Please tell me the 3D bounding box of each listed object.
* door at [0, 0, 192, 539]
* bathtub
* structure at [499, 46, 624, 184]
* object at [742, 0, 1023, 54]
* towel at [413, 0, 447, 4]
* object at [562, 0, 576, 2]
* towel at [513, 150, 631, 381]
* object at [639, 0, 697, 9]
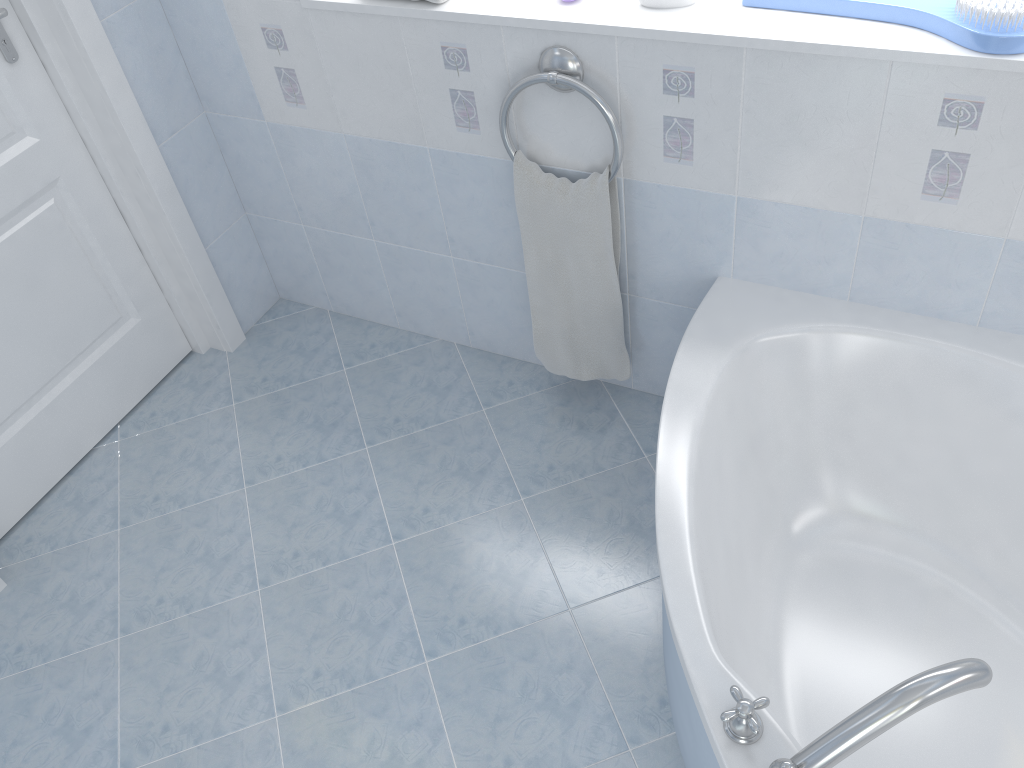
[{"bbox_3d":[-1.295,-0.538,1.815,0.098,2.011,0.823,15,50,23],"label":"door"},{"bbox_3d":[0.835,0.548,1.349,1.578,0.670,1.596,15,50,23],"label":"bathtub"},{"bbox_3d":[0.105,-0.552,1.894,0.291,0.332,0.051,15,50,23],"label":"structure"},{"bbox_3d":[0.684,-0.691,1.571,0.534,0.065,0.172,28,56,32],"label":"object"},{"bbox_3d":[-0.213,-0.896,1.940,0.232,0.060,0.162,17,51,25],"label":"towel"},{"bbox_3d":[0.114,-0.822,1.784,0.059,0.094,0.059,11,48,20],"label":"object"},{"bbox_3d":[0.146,-0.258,2.144,0.280,0.634,0.101,13,49,22],"label":"towel"},{"bbox_3d":[0.290,-0.843,1.647,0.134,0.276,0.063,6,47,16],"label":"object"}]
